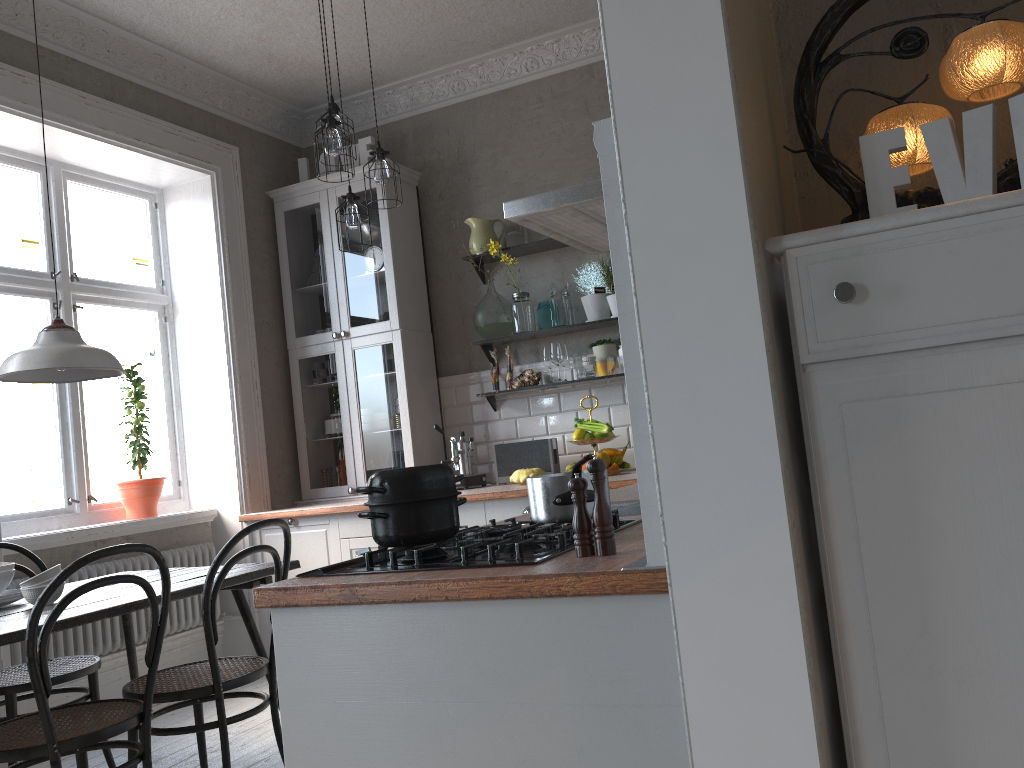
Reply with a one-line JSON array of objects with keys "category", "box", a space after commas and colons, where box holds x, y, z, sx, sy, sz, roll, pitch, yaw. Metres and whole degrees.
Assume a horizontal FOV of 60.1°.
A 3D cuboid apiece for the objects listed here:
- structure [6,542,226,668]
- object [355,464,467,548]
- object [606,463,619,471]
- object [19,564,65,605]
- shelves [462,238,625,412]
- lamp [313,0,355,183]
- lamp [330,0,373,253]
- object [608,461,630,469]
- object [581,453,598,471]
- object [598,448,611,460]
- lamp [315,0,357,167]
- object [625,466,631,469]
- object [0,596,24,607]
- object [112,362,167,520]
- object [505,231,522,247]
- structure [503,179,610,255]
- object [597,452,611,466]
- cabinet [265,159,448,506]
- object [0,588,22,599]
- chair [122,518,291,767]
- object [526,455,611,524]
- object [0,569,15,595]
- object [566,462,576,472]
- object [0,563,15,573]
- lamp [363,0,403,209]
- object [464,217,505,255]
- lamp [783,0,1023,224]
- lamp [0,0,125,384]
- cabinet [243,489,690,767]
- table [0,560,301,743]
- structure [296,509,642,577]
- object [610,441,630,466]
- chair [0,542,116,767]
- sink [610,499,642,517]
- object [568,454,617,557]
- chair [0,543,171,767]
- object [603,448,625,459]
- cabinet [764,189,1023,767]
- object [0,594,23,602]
[{"category": "structure", "box": [-1.888, 1.064, 4.304, 0.146, 0.428, 1.242, -8, -4, 24]}, {"category": "object", "box": [-0.191, 0.235, 1.726, 0.189, 0.147, 0.193, -7, -4, 4]}, {"category": "object", "box": [0.506, 0.429, 4.511, 0.069, 0.051, 0.089, -5, -4, -17]}, {"category": "object", "box": [-1.471, 0.632, 2.774, 0.122, 0.119, 0.130, -10, -5, 40]}, {"category": "shelves", "box": [0.399, -0.349, 4.854, 1.296, 0.923, 0.232, -8, -4, 24]}, {"category": "lamp", "box": [-0.800, -1.689, 3.611, 0.148, 1.734, 0.145, -5, -4, -18]}, {"category": "lamp", "box": [-0.782, -1.455, 3.952, 0.148, 1.734, 0.146, -6, -4, -8]}, {"category": "object", "box": [0.544, 0.424, 4.630, 0.055, 0.044, 0.213, -4, -5, -26]}, {"category": "object", "box": [0.393, 0.405, 4.487, 0.113, 0.110, 0.111, -6, -4, -8]}, {"category": "object", "box": [0.481, 0.386, 4.659, 0.084, 0.093, 0.088, -8, -4, 21]}, {"category": "lamp", "box": [-0.830, -1.803, 3.803, 0.145, 1.734, 0.148, -7, -4, 12]}, {"category": "object", "box": [0.596, 0.433, 4.609, 0.043, 0.020, 0.041, -5, -4, -22]}, {"category": "object", "box": [-1.677, 0.705, 2.819, 0.232, 0.027, 0.242, -10, -6, 42]}, {"category": "object", "box": [-1.963, 0.293, 4.627, 0.265, 0.813, 0.254, -3, -5, -38]}, {"category": "object", "box": [0.017, -0.806, 5.039, 0.101, 0.111, 0.105, -8, -4, 24]}, {"category": "structure", "box": [0.365, -1.311, 2.826, 0.701, 1.595, 0.723, -8, -4, 25]}, {"category": "object", "box": [0.461, 0.390, 4.541, 0.089, 0.078, 0.087, -3, -5, -39]}, {"category": "cabinet", "box": [-0.908, -0.261, 5.288, 0.865, 1.920, 0.394, -8, -4, 24]}, {"category": "object", "box": [-1.679, 0.688, 2.820, 0.242, 0.027, 0.232, -3, -6, -42]}, {"category": "chair", "box": [-0.957, 0.911, 2.816, 0.541, 0.920, 0.444, -8, -4, 22]}, {"category": "object", "box": [0.150, 0.212, 1.827, 0.178, 0.134, 0.298, -4, -5, -30]}, {"category": "object", "box": [-1.684, 0.652, 2.822, 0.177, 0.094, 0.181, -8, -4, 16]}, {"category": "object", "box": [0.349, 0.446, 4.667, 0.155, 0.072, 0.075, -3, -5, -36]}, {"category": "object", "box": [-1.686, 0.632, 2.824, 0.177, 0.094, 0.181, -8, -4, 16]}, {"category": "lamp", "box": [-0.645, -1.635, 3.890, 0.145, 1.734, 0.148, -7, -4, 12]}, {"category": "object", "box": [-0.157, -0.839, 5.053, 0.187, 0.216, 0.177, -10, -5, 38]}, {"category": "lamp", "box": [0.653, -0.385, 1.364, 0.441, 0.558, 0.175, -9, -5, 32]}, {"category": "lamp", "box": [-1.597, -0.942, 3.006, 0.372, 1.858, 0.387, -9, -5, 32]}, {"category": "cabinet", "box": [0.090, 0.860, 3.357, 2.014, 0.854, 4.141, -5, -4, -18]}, {"category": "table", "box": [-1.570, 1.057, 2.568, 0.890, 0.734, 1.951, -8, -4, 25]}, {"category": "structure", "box": [-0.051, 0.317, 1.820, 0.488, 0.031, 0.615, -8, -5, 25]}, {"category": "object", "box": [0.552, 0.360, 4.573, 0.128, 0.120, 0.060, -3, -5, -42]}, {"category": "chair", "box": [-1.769, 1.033, 3.224, 0.538, 0.920, 0.447, -9, -5, 37]}, {"category": "sink", "box": [0.352, 0.218, 2.360, 0.520, 0.720, 0.494, -8, -4, 25]}, {"category": "object", "box": [0.132, 0.203, 1.488, 0.072, 0.166, 0.036, -8, -4, 24]}, {"category": "chair", "box": [-1.188, 0.906, 2.381, 0.539, 0.920, 0.446, -9, -5, 32]}, {"category": "object", "box": [0.530, 0.357, 4.591, 0.125, 0.056, 0.060, -8, -4, 16]}, {"category": "cabinet", "box": [0.785, 0.404, 1.183, 0.656, 1.297, 0.390, -8, -4, 24]}, {"category": "object", "box": [-1.678, 0.696, 2.819, 0.239, 0.027, 0.236, -6, -4, -7]}]
